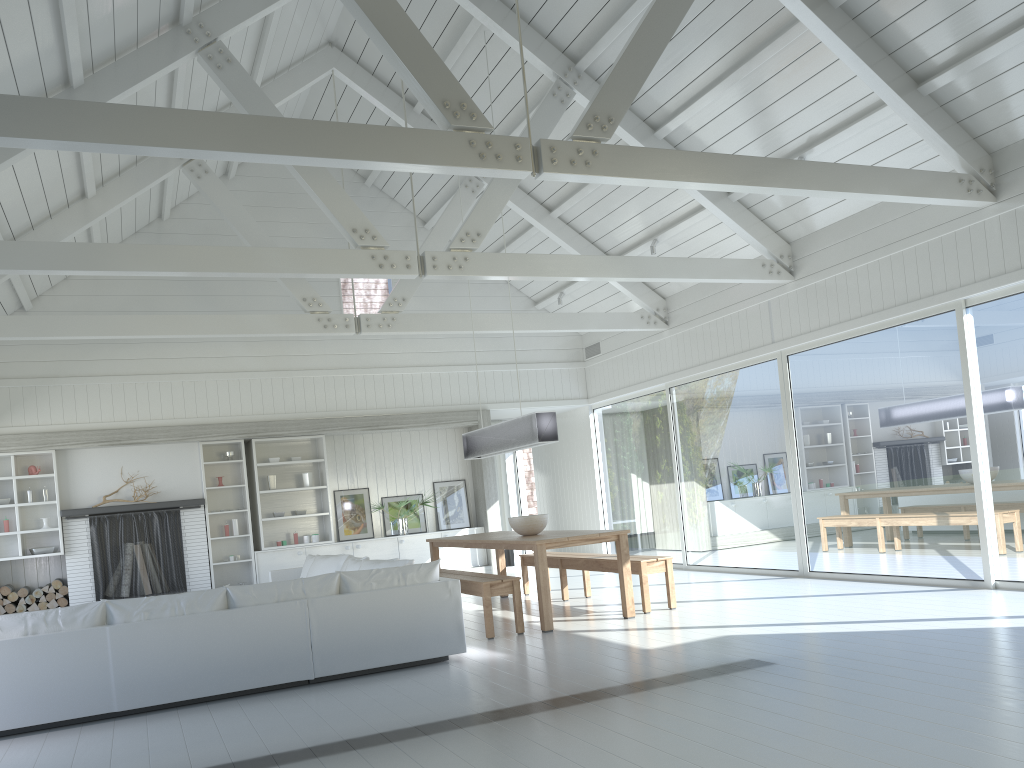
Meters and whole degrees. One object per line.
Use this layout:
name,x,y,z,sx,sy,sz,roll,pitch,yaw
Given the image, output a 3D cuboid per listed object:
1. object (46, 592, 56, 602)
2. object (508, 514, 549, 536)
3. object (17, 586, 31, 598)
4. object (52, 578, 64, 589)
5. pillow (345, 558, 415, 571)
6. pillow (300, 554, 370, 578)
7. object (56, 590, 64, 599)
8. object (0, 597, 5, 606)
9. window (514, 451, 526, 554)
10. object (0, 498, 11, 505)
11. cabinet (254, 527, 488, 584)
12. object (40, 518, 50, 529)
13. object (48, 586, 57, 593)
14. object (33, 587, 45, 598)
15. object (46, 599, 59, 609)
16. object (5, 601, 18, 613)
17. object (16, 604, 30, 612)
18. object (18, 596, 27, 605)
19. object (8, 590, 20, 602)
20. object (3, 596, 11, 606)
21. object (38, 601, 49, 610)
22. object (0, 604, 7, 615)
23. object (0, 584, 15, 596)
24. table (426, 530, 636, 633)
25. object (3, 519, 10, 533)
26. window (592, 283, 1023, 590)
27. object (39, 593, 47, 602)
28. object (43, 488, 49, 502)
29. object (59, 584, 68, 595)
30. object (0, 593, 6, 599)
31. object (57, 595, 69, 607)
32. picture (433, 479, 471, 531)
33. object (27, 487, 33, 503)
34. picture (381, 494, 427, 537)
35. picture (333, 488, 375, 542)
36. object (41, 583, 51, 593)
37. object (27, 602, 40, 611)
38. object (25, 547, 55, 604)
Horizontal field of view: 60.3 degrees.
object,-5.533,2.551,10.602,0.109,0.109,0.498,-3,-7,-25
object,0.164,1.344,8.368,0.388,0.184,0.393,-2,-7,-32
object,-5.802,2.472,10.490,0.109,0.109,0.498,-3,-7,-25
object,-5.477,2.409,10.636,0.109,0.110,0.498,-4,-7,-25
pillow,-1.179,1.714,7.411,0.464,0.476,1.329,-3,-7,-32
pillow,-1.800,1.975,8.952,0.461,0.476,2.075,-3,-7,-31
object,-5.447,2.538,10.633,0.080,0.079,0.482,-3,-7,-25
object,-6.030,2.570,10.385,0.109,0.109,0.498,-3,-7,-25
window,0.300,1.936,15.730,0.037,2.422,0.952,-5,-2,-24
object,-5.993,1.385,10.277,0.241,0.072,0.244,0,-9,-38
cabinet,-1.932,2.409,12.188,3.173,0.549,0.658,-2,-6,-24
object,-5.525,1.653,10.443,0.136,0.130,0.138,-2,-6,-36
object,-5.526,2.458,10.596,0.080,0.079,0.482,-3,-7,-25
object,-5.659,2.493,10.551,0.109,0.109,0.498,-3,-7,-25
object,-5.517,2.642,10.621,0.133,0.146,0.552,-4,-7,-24
object,-5.914,2.640,10.432,0.109,0.110,0.498,-4,-7,-25
object,-5.814,2.638,10.484,0.105,0.114,0.521,-4,-7,-25
object,-5.801,2.564,10.471,0.080,0.079,0.482,-3,-7,-25
object,-5.893,2.510,10.448,0.109,0.109,0.498,-3,-7,-25
object,-5.943,2.557,10.416,0.080,0.079,0.482,-3,-7,-25
object,-5.607,2.650,10.573,0.108,0.106,0.519,-3,-7,-25
object,-6.014,2.662,10.405,0.133,0.146,0.552,-4,-7,-24
object,-5.965,2.435,10.423,0.109,0.110,0.498,-4,-7,-25
table,0.060,1.882,8.755,0.903,0.760,2.974,-3,-7,-24
object,-5.899,1.636,10.285,0.054,0.196,0.054,-5,-2,-23
window,3.444,0.672,8.343,0.080,2.411,11.023,-5,-7,-24
object,-5.606,2.556,10.555,0.080,0.079,0.482,-3,-7,-25
object,-5.535,1.303,10.464,0.054,0.196,0.054,-5,-2,-23
object,-5.411,2.486,10.659,0.109,0.109,0.498,-3,-7,-25
object,-6.022,2.478,10.380,0.080,0.079,0.482,-3,-7,-25
object,-5.418,2.621,10.648,0.109,0.110,0.498,-4,-7,-25
picture,-0.862,1.741,12.676,0.493,0.702,0.066,-4,-2,-24
object,-5.687,1.309,10.397,0.054,0.196,0.054,-5,-2,-23
picture,-1.514,1.843,12.398,0.607,0.552,0.054,-4,-2,-24
picture,-2.169,1.792,12.106,0.493,0.702,0.066,-4,-2,-24
object,-5.585,2.449,10.571,0.086,0.091,0.483,-4,-7,-25
object,-5.697,2.667,10.541,0.133,0.146,0.552,-4,-7,-24
object,-5.674,2.285,10.518,0.340,0.641,0.617,-3,-5,-39
